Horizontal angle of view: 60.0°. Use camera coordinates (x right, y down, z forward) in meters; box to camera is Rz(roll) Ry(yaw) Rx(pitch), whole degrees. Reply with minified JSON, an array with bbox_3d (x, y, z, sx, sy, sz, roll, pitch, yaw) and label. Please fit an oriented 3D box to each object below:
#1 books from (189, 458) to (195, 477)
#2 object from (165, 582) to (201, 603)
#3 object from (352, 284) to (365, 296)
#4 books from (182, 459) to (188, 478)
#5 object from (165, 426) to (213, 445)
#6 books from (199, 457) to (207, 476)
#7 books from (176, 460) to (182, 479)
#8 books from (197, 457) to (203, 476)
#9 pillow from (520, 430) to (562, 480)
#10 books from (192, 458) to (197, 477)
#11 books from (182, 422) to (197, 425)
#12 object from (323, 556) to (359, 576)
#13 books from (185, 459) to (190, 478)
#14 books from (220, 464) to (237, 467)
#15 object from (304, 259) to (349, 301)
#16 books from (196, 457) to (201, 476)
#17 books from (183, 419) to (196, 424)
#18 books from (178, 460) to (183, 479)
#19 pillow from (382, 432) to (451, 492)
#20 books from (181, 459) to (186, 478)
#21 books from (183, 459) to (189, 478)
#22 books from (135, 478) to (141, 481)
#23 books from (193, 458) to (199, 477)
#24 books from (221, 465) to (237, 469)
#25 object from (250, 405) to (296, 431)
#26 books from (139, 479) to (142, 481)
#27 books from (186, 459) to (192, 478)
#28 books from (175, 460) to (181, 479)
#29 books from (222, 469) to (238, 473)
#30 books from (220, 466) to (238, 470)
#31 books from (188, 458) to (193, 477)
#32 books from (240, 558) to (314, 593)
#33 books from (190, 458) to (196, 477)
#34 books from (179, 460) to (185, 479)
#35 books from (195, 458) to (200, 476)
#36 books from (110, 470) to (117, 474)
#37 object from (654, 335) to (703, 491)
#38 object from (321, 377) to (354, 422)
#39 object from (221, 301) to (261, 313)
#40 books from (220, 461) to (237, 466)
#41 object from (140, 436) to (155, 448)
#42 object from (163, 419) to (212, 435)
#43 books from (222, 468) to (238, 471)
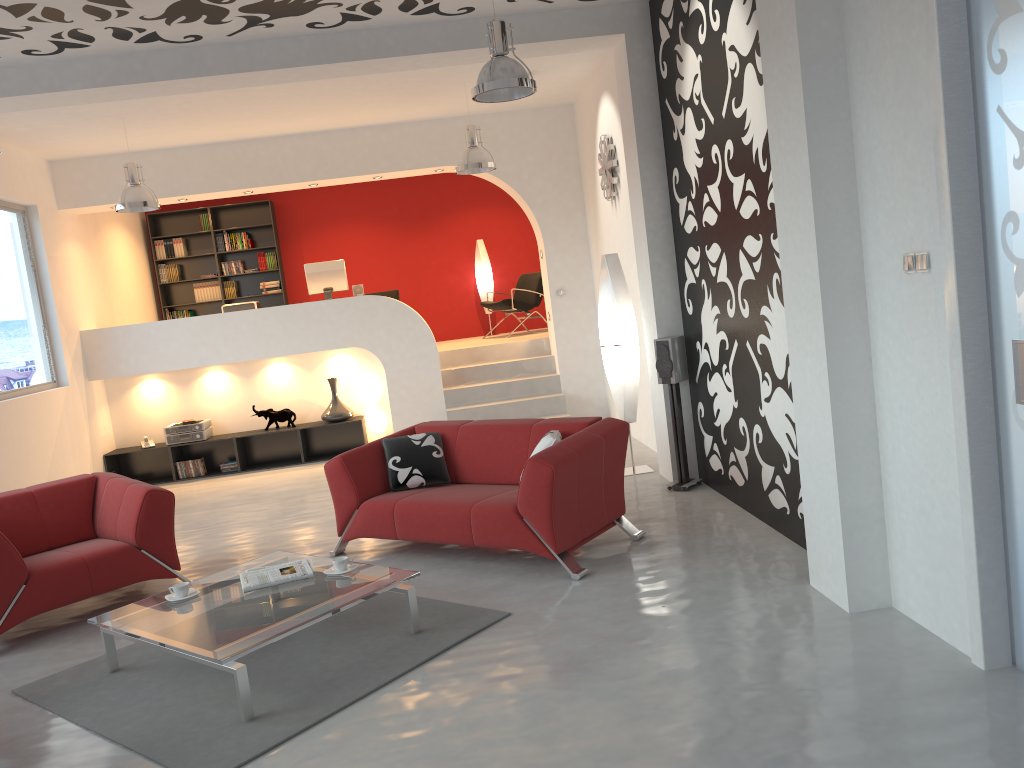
[{"bbox_3d":[-3.497,0.918,9.732,0.031,0.190,0.135,-8,6,-5],"label":"books"},{"bbox_3d":[-1.625,1.021,4.370,0.153,0.069,0.153,-12,8,-38],"label":"object"},{"bbox_3d":[-1.779,-1.072,10.258,0.133,0.147,0.151,-10,6,-21],"label":"object"},{"bbox_3d":[-3.571,0.928,9.726,0.031,0.190,0.135,-8,6,-5],"label":"books"},{"bbox_3d":[-3.555,0.569,9.764,0.430,0.100,0.365,-8,6,-5],"label":"object"},{"bbox_3d":[-3.393,0.904,9.741,0.031,0.190,0.135,-8,6,-5],"label":"books"},{"bbox_3d":[-3.630,0.937,9.721,0.031,0.190,0.135,-8,6,-5],"label":"books"},{"bbox_3d":[-3.408,0.906,9.739,0.031,0.190,0.135,-8,6,-5],"label":"books"},{"bbox_3d":[0.174,0.472,5.329,0.288,0.343,0.402,-7,6,3],"label":"pillow"},{"bbox_3d":[-3.467,0.914,9.734,0.031,0.190,0.135,-8,6,-5],"label":"books"},{"bbox_3d":[-3.539,0.425,9.728,0.135,0.015,0.190,-10,7,-25],"label":"books"},{"bbox_3d":[-0.863,0.915,4.470,0.153,0.069,0.153,-5,6,22],"label":"object"},{"bbox_3d":[-3.541,0.924,9.728,0.031,0.190,0.135,-8,6,-5],"label":"books"},{"bbox_3d":[-3.117,0.890,9.809,0.190,0.015,0.135,-8,6,-5],"label":"books"},{"bbox_3d":[-2.118,-1.174,10.166,0.458,0.452,0.230,-8,6,-5],"label":"object"},{"bbox_3d":[-3.423,0.908,9.738,0.031,0.190,0.135,-8,6,-5],"label":"books"},{"bbox_3d":[-3.545,0.410,9.735,0.135,0.015,0.190,-9,6,-20],"label":"books"},{"bbox_3d":[-3.615,0.935,9.722,0.031,0.190,0.135,-8,6,-5],"label":"books"},{"bbox_3d":[-0.639,0.514,5.906,0.402,0.343,0.288,-8,6,-12],"label":"pillow"},{"bbox_3d":[-3.586,0.930,9.724,0.031,0.190,0.135,-8,6,-5],"label":"books"},{"bbox_3d":[-3.556,0.926,9.727,0.031,0.190,0.135,-8,6,-5],"label":"books"},{"bbox_3d":[-4.191,1.065,9.729,0.190,0.015,0.135,-8,6,-5],"label":"books"},{"bbox_3d":[-3.452,0.912,9.736,0.031,0.190,0.135,-8,6,-5],"label":"books"},{"bbox_3d":[-3.112,0.904,9.818,0.190,0.015,0.135,-8,6,-5],"label":"books"},{"bbox_3d":[-2.645,0.355,9.859,0.507,0.296,0.191,-6,6,11],"label":"object"},{"bbox_3d":[-4.173,1.078,9.732,0.190,0.015,0.135,-8,6,-5],"label":"books"},{"bbox_3d":[-3.527,0.922,9.729,0.031,0.190,0.135,-8,6,-5],"label":"books"},{"bbox_3d":[-3.645,0.939,9.719,0.031,0.190,0.135,-8,6,-5],"label":"books"},{"bbox_3d":[-3.108,0.948,9.823,0.190,0.015,0.135,-8,6,-10],"label":"books"},{"bbox_3d":[-3.116,0.919,9.819,0.190,0.015,0.135,-7,6,0],"label":"books"},{"bbox_3d":[-3.512,0.920,9.731,0.031,0.190,0.135,-8,6,-5],"label":"books"},{"bbox_3d":[-1.197,0.970,4.512,0.367,0.035,0.345,-9,6,-15],"label":"books"},{"bbox_3d":[-3.482,0.916,9.733,0.031,0.190,0.135,-8,6,-5],"label":"books"},{"bbox_3d":[-3.601,0.932,9.723,0.031,0.190,0.135,-8,6,-5],"label":"books"},{"bbox_3d":[-3.438,0.910,9.737,0.031,0.190,0.135,-8,6,-5],"label":"books"},{"bbox_3d":[-4.312,1.035,9.664,0.063,0.187,0.135,-8,6,-5],"label":"books"},{"bbox_3d":[1.202,0.212,6.468,0.214,1.112,0.229,-2,8,40],"label":"object"},{"bbox_3d":[-1.968,0.173,9.884,0.369,0.481,0.369,-12,8,-39],"label":"object"},{"bbox_3d":[-3.081,-0.826,10.186,0.397,0.217,0.458,-8,6,-5],"label":"object"},{"bbox_3d":[-3.129,0.876,9.814,0.190,0.015,0.135,-8,6,-10],"label":"books"},{"bbox_3d":[-3.969,0.625,9.650,0.130,0.117,0.146,-11,7,-29],"label":"object"},{"bbox_3d":[-3.568,0.472,9.762,0.430,0.077,0.349,-8,6,-5],"label":"object"},{"bbox_3d":[-3.104,0.933,9.822,0.190,0.015,0.135,-8,6,-5],"label":"books"}]
